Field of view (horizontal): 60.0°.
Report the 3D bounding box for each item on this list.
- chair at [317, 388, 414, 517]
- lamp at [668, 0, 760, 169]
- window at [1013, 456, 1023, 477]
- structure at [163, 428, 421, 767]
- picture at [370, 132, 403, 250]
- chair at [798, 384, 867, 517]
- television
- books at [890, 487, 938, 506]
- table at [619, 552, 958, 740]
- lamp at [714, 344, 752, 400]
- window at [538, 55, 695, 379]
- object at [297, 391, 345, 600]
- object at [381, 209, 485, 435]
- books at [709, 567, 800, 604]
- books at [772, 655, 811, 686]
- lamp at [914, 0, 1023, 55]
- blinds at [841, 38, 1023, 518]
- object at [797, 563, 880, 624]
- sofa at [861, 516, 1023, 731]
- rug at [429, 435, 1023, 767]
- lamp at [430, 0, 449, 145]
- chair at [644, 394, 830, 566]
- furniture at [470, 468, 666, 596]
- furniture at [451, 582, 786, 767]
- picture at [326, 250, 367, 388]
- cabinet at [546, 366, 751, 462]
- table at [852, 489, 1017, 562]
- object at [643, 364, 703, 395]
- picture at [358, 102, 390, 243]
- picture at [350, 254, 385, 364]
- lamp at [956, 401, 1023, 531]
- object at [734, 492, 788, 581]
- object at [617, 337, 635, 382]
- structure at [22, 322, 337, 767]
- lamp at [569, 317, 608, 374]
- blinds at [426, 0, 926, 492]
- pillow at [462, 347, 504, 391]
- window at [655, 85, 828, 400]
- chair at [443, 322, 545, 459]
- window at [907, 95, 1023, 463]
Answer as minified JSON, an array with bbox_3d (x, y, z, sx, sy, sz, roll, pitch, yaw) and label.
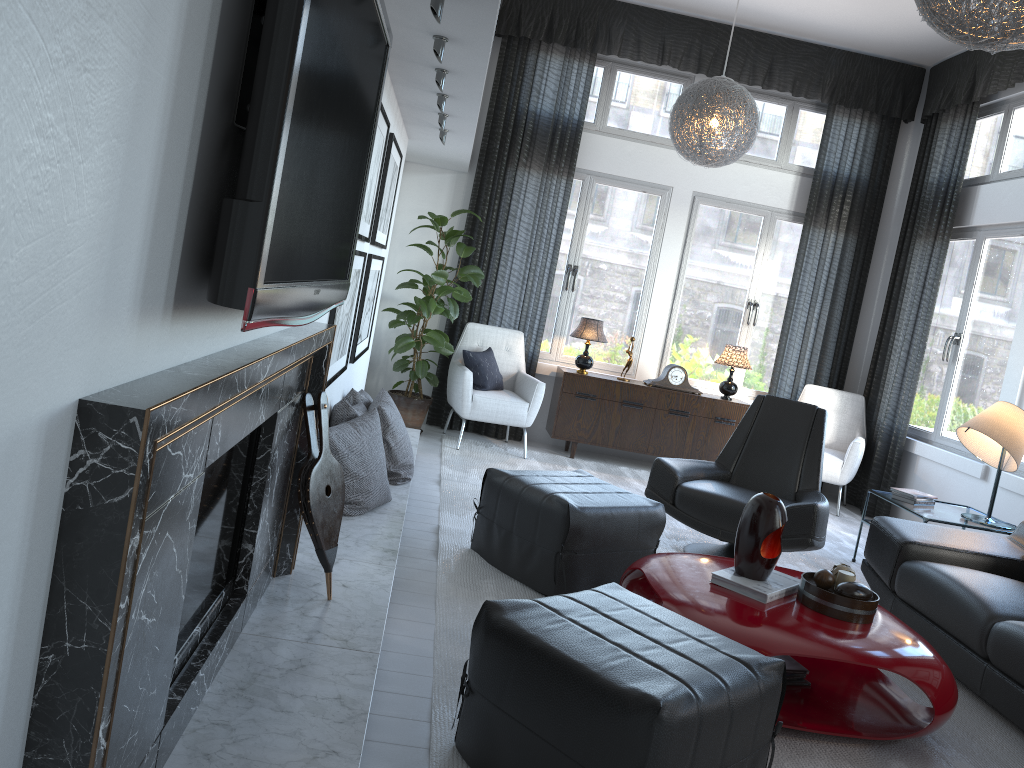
[{"bbox_3d":[-0.616,0.256,3.987,0.390,0.430,1.341,10,6,-5],"label":"chair"},{"bbox_3d":[1.246,-1.897,5.125,0.512,1.303,0.517,10,4,-11],"label":"lamp"},{"bbox_3d":[3.131,-0.546,4.412,0.133,2.316,1.273,10,5,-5],"label":"window"},{"bbox_3d":[-0.517,0.761,1.902,0.393,0.134,7.236,10,6,-5],"label":"structure"},{"bbox_3d":[-0.630,-0.953,4.498,0.020,0.521,0.794,10,6,-5],"label":"picture"},{"bbox_3d":[2.214,0.446,6.376,0.596,0.821,0.612,13,5,25],"label":"chair"},{"bbox_3d":[-0.408,-0.500,1.807,0.128,0.750,1.163,10,6,-5],"label":"television"},{"bbox_3d":[2.110,0.594,4.665,0.214,0.050,0.161,7,7,-33],"label":"books"},{"bbox_3d":[0.870,0.833,2.947,0.941,0.299,0.943,10,6,-5],"label":"table"},{"bbox_3d":[1.601,-0.083,6.462,0.281,0.396,0.281,12,5,21],"label":"lamp"},{"bbox_3d":[0.535,-1.281,6.644,1.267,2.316,0.134,10,4,-5],"label":"window"},{"bbox_3d":[-0.551,0.318,2.565,0.175,0.579,0.197,9,5,-25],"label":"object"},{"bbox_3d":[-0.565,-0.428,6.032,0.940,1.585,0.638,15,6,40],"label":"object"},{"bbox_3d":[0.820,0.657,2.944,0.202,0.030,0.306,16,8,40],"label":"books"},{"bbox_3d":[0.854,0.946,2.973,0.271,0.054,0.205,7,7,-29],"label":"books"},{"bbox_3d":[1.442,-1.558,2.395,0.514,1.303,0.514,10,4,-11],"label":"lamp"},{"bbox_3d":[2.917,-0.540,5.123,0.188,3.268,3.224,10,5,-5],"label":"blinds"},{"bbox_3d":[1.055,0.662,2.858,0.243,0.133,0.242,14,7,32],"label":"object"},{"bbox_3d":[2.091,0.886,3.063,0.936,0.615,1.912,10,6,-5],"label":"sofa"},{"bbox_3d":[1.229,1.092,2.575,2.952,0.032,7.800,10,6,-5],"label":"rug"},{"bbox_3d":[-0.225,-1.067,2.677,0.053,0.081,4.270,10,6,-5],"label":"lamp"},{"bbox_3d":[1.208,0.474,4.386,0.844,0.808,0.803,14,6,33],"label":"chair"},{"bbox_3d":[0.225,0.596,3.698,0.597,0.377,0.617,6,7,-41],"label":"furniture"},{"bbox_3d":[0.255,0.773,2.145,0.602,0.377,0.612,16,8,43],"label":"furniture"},{"bbox_3d":[-0.663,-0.272,3.503,0.020,0.521,0.794,10,6,-5],"label":"picture"},{"bbox_3d":[0.982,0.311,6.498,1.398,0.611,0.387,10,5,-5],"label":"cabinet"},{"bbox_3d":[2.198,0.853,4.548,0.593,0.409,0.595,10,6,-5],"label":"table"},{"bbox_3d":[1.184,-0.050,6.448,0.406,0.180,0.181,10,5,-5],"label":"object"},{"bbox_3d":[-0.556,-0.824,3.464,0.020,0.521,0.794,10,6,-5],"label":"picture"},{"bbox_3d":[-0.734,-0.400,4.537,0.020,0.521,0.794,10,6,-5],"label":"picture"},{"bbox_3d":[2.554,0.662,4.034,0.473,1.012,1.174,8,6,-31],"label":"lamp"},{"bbox_3d":[0.821,0.500,2.931,0.152,0.279,0.153,14,5,35],"label":"object"},{"bbox_3d":[0.839,-0.186,6.427,0.096,0.324,0.097,10,4,-6],"label":"object"},{"bbox_3d":[-0.811,0.331,1.854,0.520,0.921,1.693,10,6,-5],"label":"structure"},{"bbox_3d":[0.542,-0.273,6.370,0.281,0.396,0.281,12,5,21],"label":"lamp"},{"bbox_3d":[1.216,-1.022,6.581,3.210,3.268,0.189,10,4,-5],"label":"blinds"},{"bbox_3d":[-0.194,-0.104,6.168,0.253,0.295,0.357,13,6,21],"label":"pillow"},{"bbox_3d":[1.926,-1.033,6.764,1.267,2.316,0.134,10,4,-5],"label":"window"},{"bbox_3d":[-0.131,0.025,6.188,0.593,0.821,0.615,9,5,-15],"label":"chair"},{"bbox_3d":[3.030,-0.721,5.822,0.133,2.316,1.273,10,5,-5],"label":"window"}]
